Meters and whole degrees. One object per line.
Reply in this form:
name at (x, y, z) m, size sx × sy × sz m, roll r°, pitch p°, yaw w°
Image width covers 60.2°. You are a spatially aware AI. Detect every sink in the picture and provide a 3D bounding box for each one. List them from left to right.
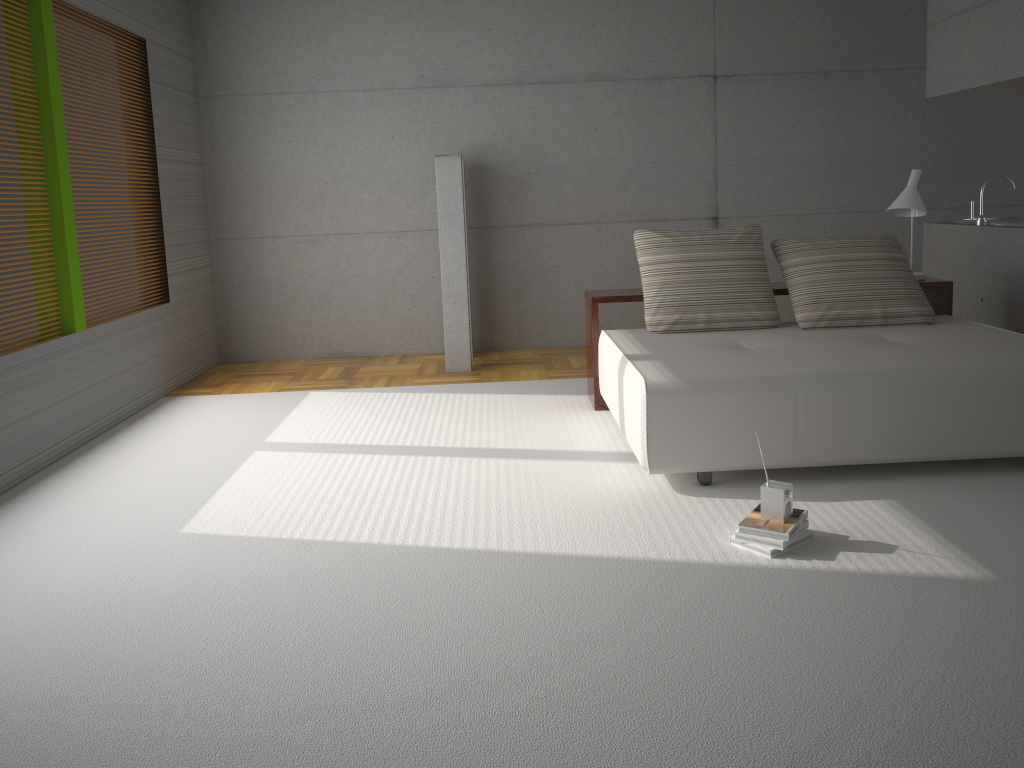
sink at (3.668, -1.165, 5.996) m, size 0.766 × 0.533 × 1.724 m, roll -3°, pitch 11°, yaw -1°

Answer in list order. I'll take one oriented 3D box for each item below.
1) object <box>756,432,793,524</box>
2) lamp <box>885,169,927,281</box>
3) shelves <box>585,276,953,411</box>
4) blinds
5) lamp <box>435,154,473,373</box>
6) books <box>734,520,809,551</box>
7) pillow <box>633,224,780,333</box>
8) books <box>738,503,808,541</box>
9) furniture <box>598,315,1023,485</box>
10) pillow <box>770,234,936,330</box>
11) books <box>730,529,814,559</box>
object at (0.968, 0.338, 3.295) m, size 0.090 × 0.362 × 0.187 m, roll 4°, pitch 11°, yaw 39°
lamp at (2.555, -1.019, 5.658) m, size 0.324 × 0.692 × 0.246 m, roll -5°, pitch 9°, yaw -19°
shelves at (1.622, -0.277, 5.703) m, size 2.250 × 0.708 × 0.405 m, roll -3°, pitch 9°, yaw -1°
blinds at (-2.671, -1.195, 5.073) m, size 0.012 × 2.021 × 3.576 m, roll -3°, pitch 11°, yaw -1°
lamp at (-0.462, -1.002, 7.232) m, size 0.200 × 1.673 × 0.807 m, roll -3°, pitch 8°, yaw -1°
books at (0.989, 0.555, 3.365) m, size 0.189 × 0.032 × 0.267 m, roll 7°, pitch 15°, yaw 37°
pillow at (1.172, -0.640, 5.336) m, size 0.801 × 0.603 × 0.496 m, roll -3°, pitch 9°, yaw -1°
books at (0.995, 0.523, 3.363) m, size 0.189 × 0.032 × 0.267 m, roll 5°, pitch 14°, yaw 33°
furniture at (1.634, 0.026, 4.729) m, size 2.168 × 0.516 × 1.633 m, roll -3°, pitch 11°, yaw -1°
pillow at (2.030, -0.619, 5.307) m, size 0.807 × 0.511 × 0.585 m, roll -2°, pitch 10°, yaw 0°
books at (0.991, 0.586, 3.369) m, size 0.266 × 0.032 × 0.190 m, roll -11°, pitch 15°, yaw -36°
